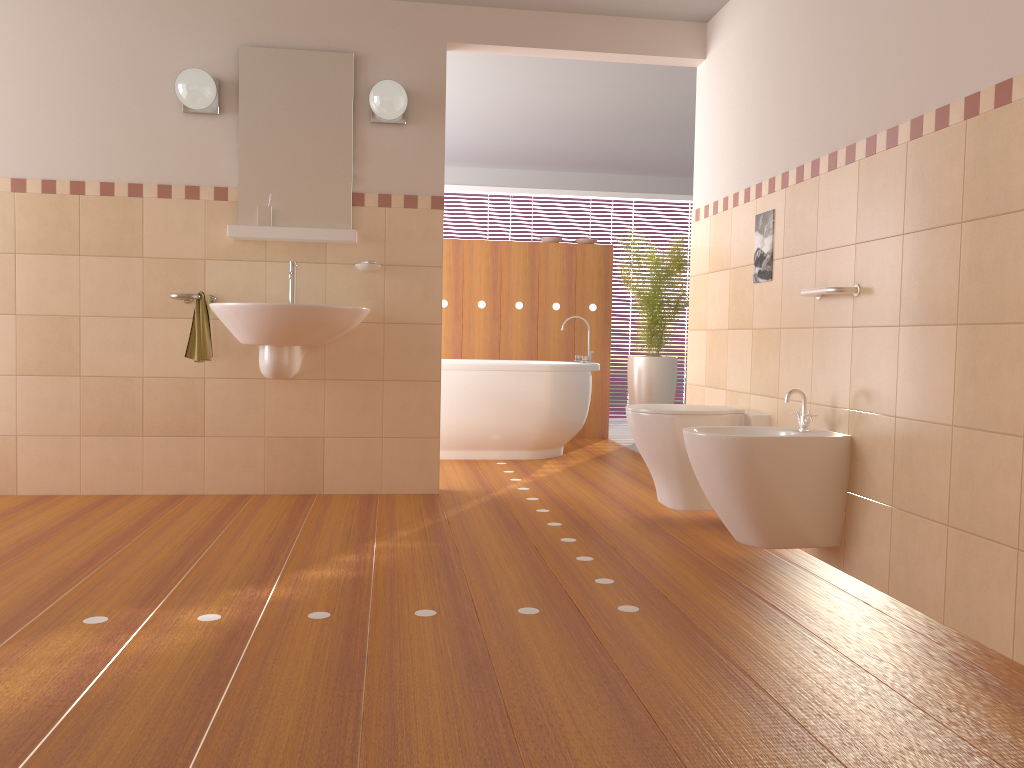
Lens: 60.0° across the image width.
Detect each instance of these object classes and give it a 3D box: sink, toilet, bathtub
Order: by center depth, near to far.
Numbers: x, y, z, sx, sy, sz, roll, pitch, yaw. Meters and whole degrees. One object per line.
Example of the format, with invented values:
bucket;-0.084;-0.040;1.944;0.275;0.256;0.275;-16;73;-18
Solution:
sink;0.823;0.271;2.957;0.515;0.517;0.335;1;3;-8
toilet;0.724;0.294;3.614;0.534;0.400;0.375;1;3;-8
sink;-0.958;-0.277;3.798;0.683;0.516;0.539;1;3;-8
bathtub;-0.353;-0.008;5.728;1.874;0.900;0.888;1;3;-8

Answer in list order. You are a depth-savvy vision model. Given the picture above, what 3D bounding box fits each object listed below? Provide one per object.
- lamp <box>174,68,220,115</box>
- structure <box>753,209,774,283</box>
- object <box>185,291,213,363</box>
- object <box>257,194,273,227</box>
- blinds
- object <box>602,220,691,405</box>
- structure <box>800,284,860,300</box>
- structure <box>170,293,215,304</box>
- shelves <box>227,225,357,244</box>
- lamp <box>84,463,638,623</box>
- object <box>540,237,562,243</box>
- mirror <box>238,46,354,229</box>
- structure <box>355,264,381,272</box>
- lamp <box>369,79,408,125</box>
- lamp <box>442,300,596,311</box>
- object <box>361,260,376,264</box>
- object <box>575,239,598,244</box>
lamp;-1.371;-1.277;3.855;0.173;0.173;0.209;1;3;-8
structure;1.006;-0.548;3.549;0.005;0.279;0.170;1;3;-8
object;-1.334;-0.245;3.845;0.085;0.306;0.181;2;3;8
object;-1.098;-0.770;3.947;0.063;0.149;0.073;1;3;-8
blinds;-0.499;-0.709;8.024;4.712;2.022;0.032;1;3;-8
object;1.112;-0.338;6.365;0.683;1.557;1.335;3;3;25
structure;1.046;-0.307;2.957;0.091;0.042;0.295;1;3;-8
structure;-1.388;-0.374;3.836;0.142;0.042;0.333;1;3;-8
shelves;-0.977;-0.669;3.976;0.554;0.050;0.138;1;3;-8
lamp;-1.416;0.525;3.645;3.173;0.001;2.893;1;3;-8
object;0.296;-1.079;6.721;0.173;0.046;0.173;1;3;-8
mirror;-0.975;-1.104;4.006;0.502;0.799;0.008;1;3;-8
structure;-0.659;-0.531;4.049;0.117;0.029;0.092;1;3;-8
lamp;-0.553;-1.266;3.967;0.173;0.173;0.209;1;3;-8
lamp;0.054;-0.582;6.580;1.169;0.052;0.001;1;3;-8
object;-0.657;-0.553;4.049;0.050;0.023;0.075;-2;4;-43
object;0.565;-1.075;6.758;0.173;0.046;0.173;1;3;-8
